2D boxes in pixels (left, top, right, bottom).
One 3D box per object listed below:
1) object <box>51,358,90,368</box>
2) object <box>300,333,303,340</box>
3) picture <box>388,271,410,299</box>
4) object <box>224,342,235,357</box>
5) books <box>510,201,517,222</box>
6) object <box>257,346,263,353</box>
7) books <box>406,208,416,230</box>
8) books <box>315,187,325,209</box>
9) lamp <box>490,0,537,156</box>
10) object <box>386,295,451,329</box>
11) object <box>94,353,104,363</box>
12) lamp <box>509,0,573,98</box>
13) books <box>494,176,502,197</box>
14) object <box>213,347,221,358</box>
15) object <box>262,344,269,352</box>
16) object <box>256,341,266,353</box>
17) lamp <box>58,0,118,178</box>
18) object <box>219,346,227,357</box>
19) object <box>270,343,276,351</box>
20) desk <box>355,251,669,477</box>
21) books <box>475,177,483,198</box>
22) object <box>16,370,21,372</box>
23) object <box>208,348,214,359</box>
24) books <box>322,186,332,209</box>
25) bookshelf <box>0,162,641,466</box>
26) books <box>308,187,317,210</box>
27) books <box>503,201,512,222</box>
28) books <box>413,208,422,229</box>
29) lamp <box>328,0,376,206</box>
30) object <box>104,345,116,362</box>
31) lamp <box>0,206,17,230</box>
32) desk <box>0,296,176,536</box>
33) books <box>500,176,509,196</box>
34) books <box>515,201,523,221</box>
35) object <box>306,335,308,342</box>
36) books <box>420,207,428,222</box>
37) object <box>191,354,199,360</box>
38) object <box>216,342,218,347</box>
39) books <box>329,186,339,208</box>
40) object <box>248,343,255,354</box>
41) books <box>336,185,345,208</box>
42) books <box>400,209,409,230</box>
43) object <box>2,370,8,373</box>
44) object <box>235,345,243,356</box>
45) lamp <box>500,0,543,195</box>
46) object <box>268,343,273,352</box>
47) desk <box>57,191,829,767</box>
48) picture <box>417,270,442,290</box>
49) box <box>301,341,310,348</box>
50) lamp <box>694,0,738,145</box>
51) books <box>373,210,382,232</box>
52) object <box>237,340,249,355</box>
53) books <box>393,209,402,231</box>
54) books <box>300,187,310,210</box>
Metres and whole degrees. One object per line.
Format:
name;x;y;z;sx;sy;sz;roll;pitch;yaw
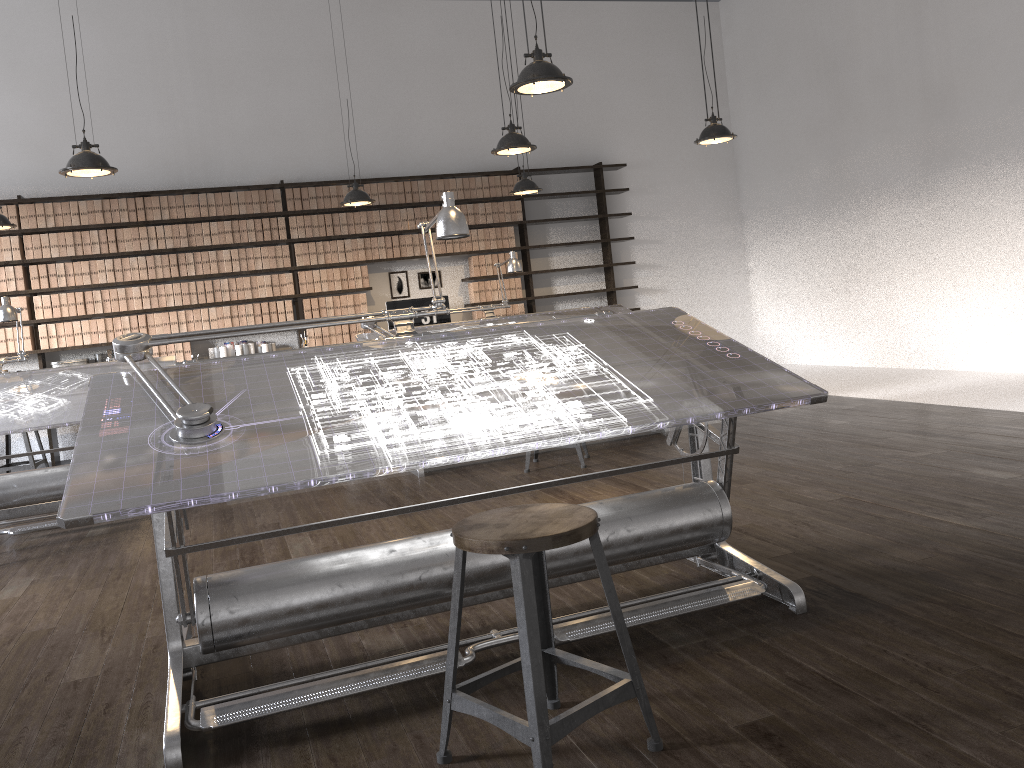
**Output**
object;-4.078;-0.145;8.193;0.317;0.152;0.193;-8;4;-19
object;-2.021;-0.392;8.593;0.055;0.213;0.007;-7;2;-12
picture;-1.188;-1.043;9.326;0.202;0.284;0.022;-7;2;-19
object;-2.757;-0.328;8.648;0.095;0.161;0.094;-7;3;-22
books;-0.010;-1.848;9.551;0.067;0.225;0.174;-7;3;-18
object;-2.475;-0.329;8.720;0.054;0.081;0.054;-8;3;-28
books;-1.062;-1.700;9.190;0.067;0.225;0.174;-7;3;-18
books;-1.939;-1.857;8.901;0.067;0.225;0.174;-7;3;-18
lamp;-0.110;-2.674;5.891;0.310;2.248;0.313;-6;2;6
object;-0.939;-0.606;8.964;0.644;0.517;0.204;-8;3;-19
object;-3.887;-0.191;8.350;0.079;0.188;0.078;-8;3;-39
lamp;0.018;-2.539;4.230;0.310;2.261;0.313;-6;2;6
books;-0.176;-2.103;9.495;0.067;0.225;0.174;-7;3;-18
object;-2.849;-0.294;8.564;0.062;0.118;0.063;-5;3;22
object;-2.412;-0.342;8.660;0.062;0.095;0.062;-6;3;13
object;-2.490;-0.358;8.804;0.094;0.129;0.095;-8;3;-31
lamp;-2.560;-2.331;5.062;0.311;2.248;0.313;-6;2;2
object;-2.783;-0.300;8.540;0.061;0.119;0.062;-5;3;31
object;-2.378;-0.357;8.793;0.062;0.095;0.062;-6;3;13
desk;0.004;-0.246;6.219;2.073;1.384;1.077;-8;3;-18
books;-0.371;-2.076;9.428;0.067;0.225;0.174;-7;3;-18
object;-4.476;-0.065;8.018;0.171;0.108;0.091;-8;3;-18
object;-2.908;-0.291;8.595;0.061;0.119;0.062;-5;3;22
books;-1.872;-1.866;8.923;0.067;0.225;0.174;-7;3;-18
bookshelf;-2.926;-0.321;8.649;9.194;3.202;0.373;-8;2;-19
books;-2.004;-1.847;8.874;0.067;0.225;0.174;-7;3;-18
books;-0.071;-1.838;9.526;0.067;0.225;0.174;-7;3;-18
books;-0.994;-1.709;9.213;0.067;0.225;0.174;-7;3;-18
lamp;-1.457;-2.672;7.608;0.310;2.248;0.313;-6;2;6
object;-3.733;-0.254;8.320;0.182;0.271;0.156;-8;3;-34
lamp;-4.078;-2.306;6.721;0.312;2.248;0.312;-8;3;-39
desk;-3.150;0.195;5.152;2.284;1.384;1.077;-8;3;-18
books;-0.106;-2.113;9.520;0.067;0.225;0.174;-7;3;-18
books;0.050;-1.856;9.570;0.067;0.225;0.174;-7;3;-18
object;-2.001;-0.382;8.597;0.071;0.186;0.008;-5;2;24
books;-0.935;-1.718;9.237;0.067;0.225;0.174;-7;3;-18
object;-2.989;-0.174;8.368;0.101;0.209;0.102;-5;3;27
object;-2.858;-0.325;8.638;0.041;0.168;0.009;-7;2;-15
books;-1.807;-1.875;8.939;0.067;0.225;0.174;-7;3;-18
object;-2.559;-0.338;8.693;0.061;0.119;0.062;-4;3;40
books;-1.745;-1.884;8.965;0.067;0.225;0.174;-7;3;-18
books;-1.131;-1.691;9.170;0.067;0.225;0.174;-7;3;-18
object;-4.587;-0.045;8.013;0.235;0.161;0.107;-3;4;37
object;-2.648;-0.319;8.590;0.061;0.119;0.062;-4;3;40
lamp;0.006;-2.877;8.102;0.310;2.248;0.313;-6;2;6
object;-2.391;-0.349;8.724;0.063;0.094;0.063;-6;3;13
desk;-0.210;0.073;2.783;2.073;1.384;1.077;-8;3;-18
picture;-0.876;-1.107;9.430;0.251;0.183;0.023;-8;2;-19
box;-1.963;-0.312;8.598;0.212;0.207;0.137;-7;3;-18
lamp;1.353;-2.879;6.386;0.312;2.248;0.312;-8;3;-39
books;-1.397;-1.653;9.080;0.067;0.225;0.174;-7;3;-18
object;-2.639;-0.346;8.700;0.094;0.161;0.205;-7;4;-17
books;-1.198;-1.682;9.152;0.067;0.225;0.174;-7;3;-18
books;-2.073;-1.838;8.856;0.067;0.225;0.174;-7;3;-18
